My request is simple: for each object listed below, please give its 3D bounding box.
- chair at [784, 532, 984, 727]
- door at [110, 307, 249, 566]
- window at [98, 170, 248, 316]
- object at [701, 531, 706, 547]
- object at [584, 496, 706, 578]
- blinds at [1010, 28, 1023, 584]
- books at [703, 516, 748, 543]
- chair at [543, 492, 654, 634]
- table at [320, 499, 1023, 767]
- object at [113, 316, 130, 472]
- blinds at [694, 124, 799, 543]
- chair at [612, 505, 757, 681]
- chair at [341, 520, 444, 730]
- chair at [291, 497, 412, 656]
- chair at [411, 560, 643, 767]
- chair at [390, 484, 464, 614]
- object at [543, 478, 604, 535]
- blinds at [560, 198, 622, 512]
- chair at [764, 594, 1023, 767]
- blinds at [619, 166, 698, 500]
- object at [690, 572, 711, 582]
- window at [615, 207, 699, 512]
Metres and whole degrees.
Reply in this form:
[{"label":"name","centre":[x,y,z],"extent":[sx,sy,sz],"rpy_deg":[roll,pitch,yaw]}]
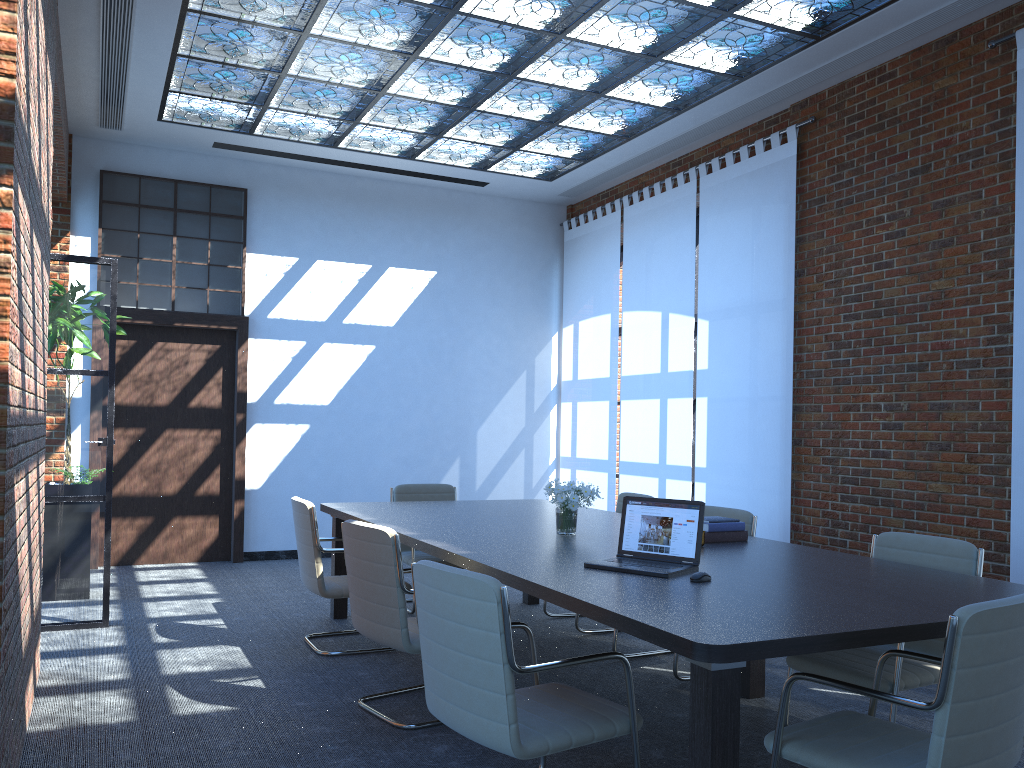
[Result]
[{"label":"chair","centre":[1.632,1.145,3.919],"extent":[0.707,0.922,0.560],"rpy_deg":[2,-1,-30]},{"label":"door","centre":[-3.304,0.524,8.556],"extent":[1.401,2.433,0.200],"rpy_deg":[2,-1,-25]},{"label":"window","centre":[-3.247,-1.317,8.522],"extent":[1.329,1.291,0.059],"rpy_deg":[2,-1,-25]},{"label":"object","centre":[0.915,0.736,4.402],"extent":[0.091,0.142,0.091],"rpy_deg":[0,-2,42]},{"label":"object","centre":[0.549,0.623,3.672],"extent":[0.390,0.282,0.323],"rpy_deg":[0,-2,38]},{"label":"blinds","centre":[3.234,-0.237,4.629],"extent":[0.039,3.755,1.315],"rpy_deg":[1,-1,-25]},{"label":"books","centre":[1.055,0.767,4.696],"extent":[0.294,0.115,0.255],"rpy_deg":[2,-3,-27]},{"label":"chair","centre":[0.616,1.245,6.306],"extent":[0.706,0.922,0.560],"rpy_deg":[2,-1,-22]},{"label":"table","centre":[0.367,1.220,4.763],"extent":[1.810,0.809,4.506],"rpy_deg":[2,-3,-25]},{"label":"object","centre":[-3.494,0.412,6.917],"extent":[0.946,2.489,1.324],"rpy_deg":[2,-1,-25]},{"label":"blinds","centre":[1.919,-0.123,7.417],"extent":[0.039,3.755,1.219],"rpy_deg":[1,-1,-25]},{"label":"chair","centre":[1.013,1.199,5.230],"extent":[0.707,0.922,0.560],"rpy_deg":[2,-1,-32]},{"label":"chair","centre":[-0.438,1.125,4.337],"extent":[0.707,0.922,0.560],"rpy_deg":[2,-2,-37]},{"label":"chair","centre":[-1.023,1.176,5.575],"extent":[0.706,0.922,0.560],"rpy_deg":[2,-1,-25]},{"label":"chair","centre":[0.050,1.072,3.079],"extent":[0.707,0.922,0.560],"rpy_deg":[2,-2,-37]},{"label":"chair","centre":[-0.577,1.245,6.783],"extent":[0.560,0.922,0.706],"rpy_deg":[2,-2,-25]},{"label":"object","centre":[0.310,0.662,4.830],"extent":[0.329,0.309,0.336],"rpy_deg":[2,-2,-15]},{"label":"blinds","centre":[0.833,-0.030,9.717],"extent":[0.039,3.755,1.219],"rpy_deg":[1,-1,-25]},{"label":"chair","centre":[1.216,1.080,2.780],"extent":[0.560,0.922,0.706],"rpy_deg":[2,-2,-36]},{"label":"blinds","centre":[1.378,-0.077,8.562],"extent":[0.039,3.755,1.219],"rpy_deg":[1,-1,-25]},{"label":"object","centre":[0.720,0.736,3.388],"extent":[0.059,0.034,0.101],"rpy_deg":[-1,-3,45]},{"label":"window","centre":[3.122,-0.055,6.150],"extent":[0.160,3.605,9.627],"rpy_deg":[1,-2,-25]}]
